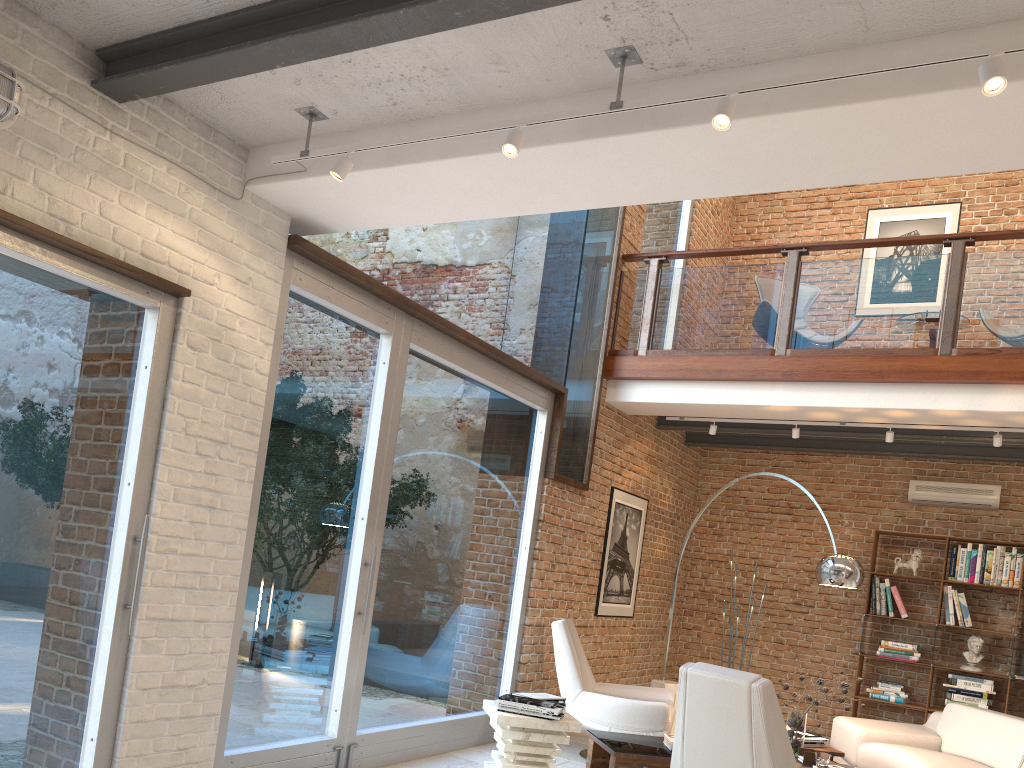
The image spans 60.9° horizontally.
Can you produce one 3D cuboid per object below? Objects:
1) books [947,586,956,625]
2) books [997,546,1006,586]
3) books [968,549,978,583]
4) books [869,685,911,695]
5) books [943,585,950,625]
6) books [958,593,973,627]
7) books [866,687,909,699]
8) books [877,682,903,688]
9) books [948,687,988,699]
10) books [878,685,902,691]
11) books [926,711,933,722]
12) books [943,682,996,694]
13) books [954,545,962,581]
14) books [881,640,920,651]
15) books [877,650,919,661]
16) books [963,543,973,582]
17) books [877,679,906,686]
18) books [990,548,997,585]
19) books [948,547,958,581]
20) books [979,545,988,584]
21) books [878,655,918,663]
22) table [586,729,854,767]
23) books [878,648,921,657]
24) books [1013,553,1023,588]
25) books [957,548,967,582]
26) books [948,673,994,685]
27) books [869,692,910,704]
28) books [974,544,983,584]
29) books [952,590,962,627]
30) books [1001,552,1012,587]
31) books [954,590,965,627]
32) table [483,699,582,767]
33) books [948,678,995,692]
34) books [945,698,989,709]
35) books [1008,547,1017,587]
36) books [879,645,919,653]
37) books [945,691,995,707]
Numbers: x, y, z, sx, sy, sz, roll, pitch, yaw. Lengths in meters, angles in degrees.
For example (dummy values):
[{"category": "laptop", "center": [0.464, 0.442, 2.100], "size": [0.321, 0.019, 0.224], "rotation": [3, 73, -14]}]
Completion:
[{"category": "books", "center": [4.292, 2.166, 8.513], "size": [0.102, 0.377, 0.249], "rotation": [6, -5, 30]}, {"category": "books", "center": [4.683, 1.752, 8.345], "size": [0.036, 0.377, 0.249], "rotation": [7, -4, 30]}, {"category": "books", "center": [4.480, 1.779, 8.469], "size": [0.055, 0.324, 0.260], "rotation": [7, -5, 30]}, {"category": "books", "center": [3.778, 3.061, 8.713], "size": [0.377, 0.018, 0.251], "rotation": [3, -13, 22]}, {"category": "books", "center": [4.271, 2.171, 8.552], "size": [0.100, 0.378, 0.249], "rotation": [6, -5, 30]}, {"category": "books", "center": [4.397, 2.194, 8.456], "size": [0.157, 0.324, 0.260], "rotation": [6, -6, 30]}, {"category": "books", "center": [3.765, 3.090, 8.729], "size": [0.377, 0.036, 0.251], "rotation": [1, -13, 29]}, {"category": "books", "center": [3.793, 3.017, 8.745], "size": [0.235, 0.018, 0.175], "rotation": [3, -13, 23]}, {"category": "books", "center": [4.368, 2.957, 8.371], "size": [0.324, 0.054, 0.262], "rotation": [2, -12, 24]}, {"category": "books", "center": [3.791, 3.041, 8.735], "size": [0.205, 0.033, 0.136], "rotation": [1, -13, 29]}, {"category": "books", "center": [4.064, 3.398, 8.518], "size": [0.036, 0.377, 0.249], "rotation": [7, -4, 30]}, {"category": "books", "center": [4.393, 2.923, 8.375], "size": [0.442, 0.020, 0.279], "rotation": [1, -13, 29]}, {"category": "books", "center": [4.367, 1.763, 8.533], "size": [0.020, 0.353, 0.278], "rotation": [7, -5, 30]}, {"category": "books", "center": [3.884, 2.612, 8.710], "size": [0.325, 0.054, 0.261], "rotation": [0, -13, 32]}, {"category": "books", "center": [3.850, 2.710, 8.706], "size": [0.377, 0.036, 0.251], "rotation": [2, -13, 25]}, {"category": "books", "center": [4.436, 1.748, 8.480], "size": [0.036, 0.377, 0.249], "rotation": [7, -4, 30]}, {"category": "books", "center": [3.795, 2.986, 8.723], "size": [0.251, 0.017, 0.166], "rotation": [1, -13, 29]}, {"category": "books", "center": [4.624, 1.765, 8.377], "size": [0.020, 0.353, 0.278], "rotation": [7, -5, 30]}, {"category": "books", "center": [4.332, 1.776, 8.553], "size": [0.055, 0.324, 0.260], "rotation": [7, -5, 30]}, {"category": "books", "center": [4.552, 1.750, 8.419], "size": [0.036, 0.377, 0.249], "rotation": [7, -4, 30]}, {"category": "books", "center": [3.857, 2.740, 8.706], "size": [0.354, 0.020, 0.279], "rotation": [1, -13, 29]}, {"category": "table", "center": [1.484, 2.483, 5.539], "size": [1.979, 0.421, 2.242], "rotation": [9, -12, -9]}, {"category": "books", "center": [3.861, 2.673, 8.695], "size": [0.377, 0.036, 0.251], "rotation": [3, -13, 23]}, {"category": "books", "center": [4.811, 1.785, 8.289], "size": [0.055, 0.324, 0.260], "rotation": [7, -5, 30]}, {"category": "books", "center": [4.390, 1.773, 8.498], "size": [0.055, 0.324, 0.260], "rotation": [7, -5, 30]}, {"category": "books", "center": [4.416, 2.835, 8.387], "size": [0.377, 0.036, 0.251], "rotation": [1, -13, 29]}, {"category": "books", "center": [3.773, 3.133, 8.710], "size": [0.325, 0.054, 0.261], "rotation": [-2, -15, 39]}, {"category": "books", "center": [4.515, 1.747, 8.429], "size": [0.036, 0.377, 0.249], "rotation": [7, -4, 30]}, {"category": "books", "center": [4.340, 2.186, 8.495], "size": [0.123, 0.343, 0.278], "rotation": [6, -6, 30]}, {"category": "books", "center": [4.717, 1.779, 8.317], "size": [0.055, 0.324, 0.260], "rotation": [7, -5, 30]}, {"category": "books", "center": [4.364, 2.188, 8.492], "size": [0.123, 0.343, 0.278], "rotation": [6, -6, 30]}, {"category": "table", "center": [0.080, 2.174, 5.136], "size": [0.497, 0.496, 0.501], "rotation": [9, -7, -10]}, {"category": "books", "center": [4.415, 2.886, 8.387], "size": [0.377, 0.063, 0.251], "rotation": [3, -12, 24]}, {"category": "books", "center": [4.379, 3.083, 8.384], "size": [0.360, 0.054, 0.290], "rotation": [0, -13, 32]}, {"category": "books", "center": [4.764, 1.754, 8.299], "size": [0.036, 0.377, 0.249], "rotation": [7, -4, 30]}, {"category": "books", "center": [3.872, 2.650, 8.715], "size": [0.354, 0.020, 0.279], "rotation": [1, -13, 28]}, {"category": "books", "center": [4.389, 3.020, 8.366], "size": [0.378, 0.063, 0.250], "rotation": [4, -12, 16]}]
